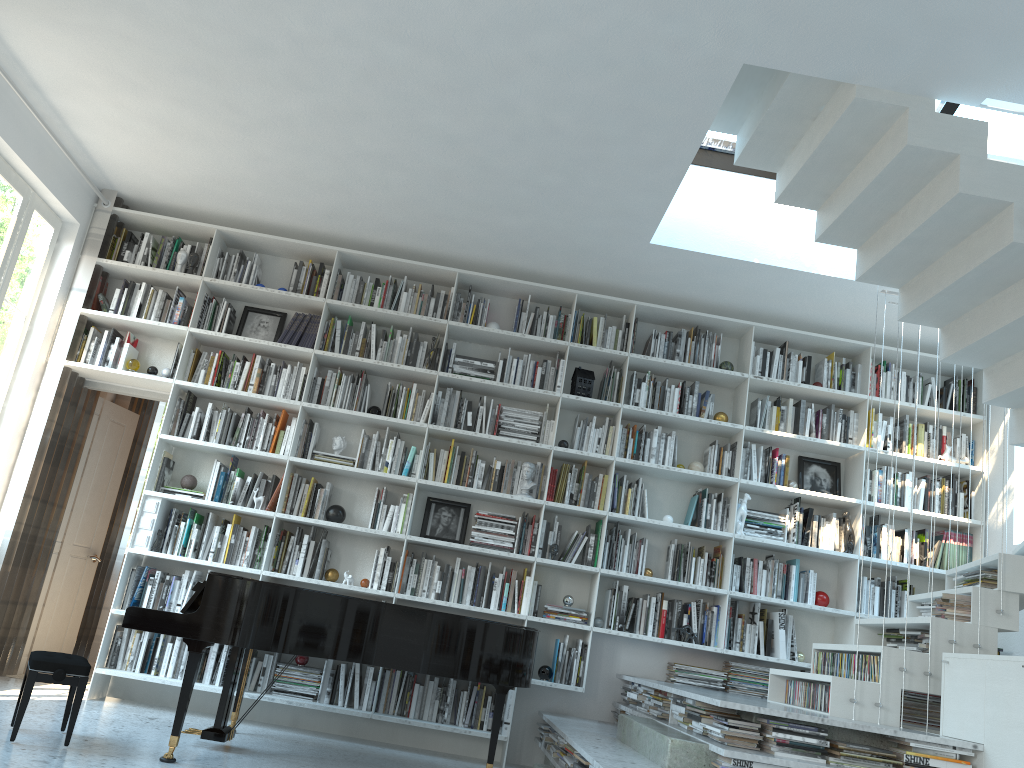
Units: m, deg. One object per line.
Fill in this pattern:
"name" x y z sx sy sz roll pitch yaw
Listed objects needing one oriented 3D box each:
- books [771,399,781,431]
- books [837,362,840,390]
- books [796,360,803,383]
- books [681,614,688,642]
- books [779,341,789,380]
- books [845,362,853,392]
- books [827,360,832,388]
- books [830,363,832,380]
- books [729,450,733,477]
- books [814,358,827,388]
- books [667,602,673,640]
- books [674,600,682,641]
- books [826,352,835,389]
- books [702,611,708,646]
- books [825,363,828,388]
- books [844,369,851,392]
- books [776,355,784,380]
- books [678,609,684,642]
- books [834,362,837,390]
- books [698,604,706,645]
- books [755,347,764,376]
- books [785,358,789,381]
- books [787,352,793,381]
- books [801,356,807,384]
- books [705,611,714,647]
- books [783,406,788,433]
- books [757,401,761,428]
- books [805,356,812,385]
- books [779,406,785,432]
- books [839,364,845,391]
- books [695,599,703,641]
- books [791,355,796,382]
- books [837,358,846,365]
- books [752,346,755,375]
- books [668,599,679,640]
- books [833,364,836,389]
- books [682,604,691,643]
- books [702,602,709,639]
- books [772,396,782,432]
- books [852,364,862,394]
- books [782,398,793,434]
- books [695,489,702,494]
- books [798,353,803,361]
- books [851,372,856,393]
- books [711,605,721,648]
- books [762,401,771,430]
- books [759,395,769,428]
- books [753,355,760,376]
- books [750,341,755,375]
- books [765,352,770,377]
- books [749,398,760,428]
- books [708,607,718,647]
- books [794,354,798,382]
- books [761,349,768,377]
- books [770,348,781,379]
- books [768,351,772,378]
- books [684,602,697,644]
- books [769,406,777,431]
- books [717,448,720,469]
"books" 1.832 0.255 6.219 0.026 0.260 0.168 10 -15 -1
"books" 2.303 -0.013 6.343 0.017 0.256 0.147 10 -15 -1
"books" 2.012 -0.044 6.307 0.024 0.201 0.190 10 -16 -1
"books" 1.112 1.603 5.817 0.025 0.180 0.169 10 -16 -1
"books" 1.918 -0.124 6.322 0.014 0.331 0.181 10 -15 -1
"books" 2.390 -0.008 6.350 0.025 0.278 0.136 10 -15 -1
"books" 2.227 -0.028 6.327 0.016 0.251 0.189 10 -16 -1
"books" 2.243 -0.025 6.341 0.017 0.258 0.136 10 -15 -1
"books" 1.484 0.576 6.125 0.013 0.220 0.156 10 -15 -1
"books" 2.195 -0.038 6.318 0.019 0.255 0.169 10 -15 -1
"books" 1.021 1.561 5.837 0.021 0.242 0.131 10 -15 -1
"books" 1.072 1.557 5.831 0.026 0.262 0.170 10 -15 -1
"books" 2.261 -0.056 6.336 0.007 0.320 0.166 10 -15 -1
"books" 1.246 1.606 5.821 0.013 0.219 0.169 10 -16 -1
"books" 2.205 -0.018 6.317 0.008 0.220 0.183 10 -16 -1
"books" 2.359 0.015 6.323 0.029 0.209 0.170 10 -16 -1
"books" 1.888 -0.077 6.319 0.030 0.230 0.148 10 -15 -1
"books" 1.091 1.586 5.827 0.022 0.210 0.136 10 -15 -1
"books" 2.279 -0.017 6.326 0.031 0.248 0.165 10 -15 -1
"books" 1.232 1.585 5.838 0.021 0.264 0.150 10 -15 -1
"books" 1.738 -0.114 6.312 0.025 0.250 0.178 10 -16 -1
"books" 1.929 -0.061 6.331 0.030 0.220 0.133 10 -15 -1
"books" 1.956 -0.082 6.317 0.014 0.261 0.168 10 -15 -1
"books" 2.062 -0.054 6.338 0.012 0.253 0.161 10 -15 -1
"books" 1.277 1.606 5.817 0.025 0.227 0.176 10 -16 -1
"books" 1.893 0.285 6.239 0.024 0.235 0.147 10 -15 -1
"books" 1.709 0.248 6.222 0.013 0.236 0.142 10 -15 -1
"books" 2.084 -0.055 6.326 0.030 0.257 0.165 10 -15 -1
"books" 1.866 0.282 6.223 0.030 0.223 0.158 10 -15 -1
"books" 2.319 -0.005 6.319 0.018 0.234 0.187 10 -16 -1
"books" 1.217 1.568 5.841 0.013 0.293 0.135 10 -15 -1
"books" 1.971 -0.066 6.315 0.022 0.235 0.172 10 -16 -1
"books" 2.342 -0.027 6.348 0.020 0.298 0.131 10 -15 -1
"books" 1.697 -0.123 6.329 0.014 0.263 0.140 10 -15 -1
"books" 1.047 1.551 5.824 0.026 0.261 0.174 10 -15 -1
"books" 2.260 -0.012 6.316 0.007 0.225 0.170 10 -16 -1
"books" 1.135 1.575 5.829 0.012 0.248 0.165 10 -15 -1
"books" 1.261 1.586 5.854 0.012 0.281 0.144 10 -15 -1
"books" 1.852 0.244 6.232 0.011 0.295 0.163 10 -15 -1
"books" 2.445 0.005 6.333 0.026 0.262 0.163 10 -15 -1
"books" 1.923 0.259 6.227 0.026 0.287 0.156 10 -15 -1
"books" 1.261 0.865 6.042 0.016 0.289 0.135 10 -15 -1
"books" 2.034 -0.070 6.343 0.012 0.278 0.153 10 -15 -1
"books" 2.411 0.031 6.347 0.031 0.210 0.132 10 -15 -1
"books" 1.330 1.596 5.831 0.025 0.271 0.171 10 -15 -1
"books" 1.779 0.256 6.234 0.026 0.250 0.131 10 -15 -1
"books" 1.744 0.232 6.229 0.051 0.281 0.167 10 -15 -1
"books" 1.710 -0.089 6.291 0.022 0.182 0.190 10 -16 -1
"books" 1.679 -0.144 6.324 0.028 0.293 0.150 10 -15 -1
"books" 1.787 -0.095 6.314 0.024 0.230 0.169 10 -16 -1
"books" 1.697 0.238 6.226 0.012 0.253 0.161 10 -15 -1
"books" 1.304 1.598 5.828 0.026 0.257 0.157 10 -15 -1
"books" 1.993 -0.069 6.326 0.021 0.253 0.152 10 -15 -1
"books" 1.764 -0.107 6.307 0.026 0.241 0.185 10 -16 -1
"books" 1.853 -0.106 6.322 0.048 0.277 0.150 10 -15 -1
"books" 1.813 -0.095 6.334 0.027 0.249 0.140 10 -15 -1
"books" 1.175 1.572 5.827 0.070 0.265 0.186 10 -15 -1
"books" 1.802 0.275 6.207 0.025 0.207 0.176 10 -16 -1
"books" 1.403 0.563 6.141 0.011 0.227 0.132 10 -15 -1
